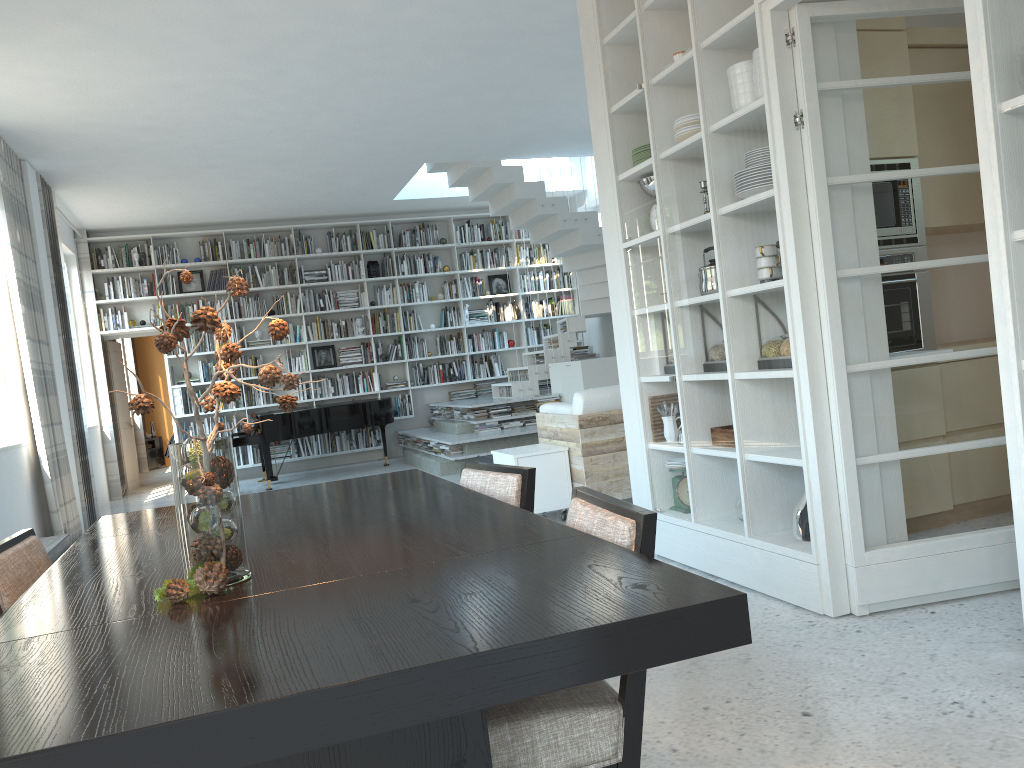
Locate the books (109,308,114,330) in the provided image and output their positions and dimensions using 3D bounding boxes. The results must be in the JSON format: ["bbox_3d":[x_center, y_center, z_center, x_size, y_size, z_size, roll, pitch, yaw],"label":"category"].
[{"bbox_3d":[-4.859,-0.774,10.769,0.022,0.281,0.156,-7,2,-18],"label":"books"}]

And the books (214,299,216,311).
[{"bbox_3d":[-3.718,-0.917,11.133,0.012,0.281,0.188,-7,2,-18],"label":"books"}]

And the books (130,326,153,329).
[{"bbox_3d":[-4.528,-0.692,10.877,0.285,0.012,0.159,-7,2,-21],"label":"books"}]

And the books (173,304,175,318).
[{"bbox_3d":[-4.178,-0.850,10.990,0.010,0.263,0.151,-7,2,-18],"label":"books"}]

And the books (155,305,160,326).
[{"bbox_3d":[-4.373,-0.829,10.944,0.044,0.269,0.134,-7,2,-18],"label":"books"}]

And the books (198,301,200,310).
[{"bbox_3d":[-3.897,-0.890,11.067,0.023,0.271,0.187,-7,2,-18],"label":"books"}]

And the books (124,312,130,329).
[{"bbox_3d":[-4.688,-0.760,10.805,0.029,0.211,0.187,-7,2,-18],"label":"books"}]

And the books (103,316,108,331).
[{"bbox_3d":[-4.915,-0.724,10.750,0.029,0.197,0.160,-7,2,-18],"label":"books"}]

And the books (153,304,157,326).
[{"bbox_3d":[-4.394,-0.834,10.915,0.012,0.285,0.159,-7,2,-18],"label":"books"}]

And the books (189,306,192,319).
[{"bbox_3d":[-3.992,-0.851,11.043,0.031,0.217,0.173,-7,2,-18],"label":"books"}]

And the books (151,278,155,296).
[{"bbox_3d":[-4.417,-1.176,10.925,0.014,0.236,0.144,-7,2,-18],"label":"books"}]

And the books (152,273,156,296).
[{"bbox_3d":[-4.404,-1.207,10.917,0.014,0.294,0.173,-7,2,-18],"label":"books"}]

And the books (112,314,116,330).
[{"bbox_3d":[-4.839,-0.743,10.793,0.023,0.214,0.140,-7,2,-18],"label":"books"}]

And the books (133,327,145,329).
[{"bbox_3d":[-4.529,-0.680,10.884,0.254,0.012,0.161,-7,2,-18],"label":"books"}]

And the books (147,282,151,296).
[{"bbox_3d":[-4.459,-1.151,10.912,0.029,0.196,0.146,-7,2,-18],"label":"books"}]

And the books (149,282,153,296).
[{"bbox_3d":[-4.429,-1.150,10.907,0.026,0.188,0.154,-7,2,-18],"label":"books"}]

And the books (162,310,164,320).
[{"bbox_3d":[-4.306,-0.830,10.957,0.012,0.254,0.161,-7,2,-18],"label":"books"}]

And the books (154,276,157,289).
[{"bbox_3d":[-4.383,-1.197,10.940,0.037,0.268,0.113,-7,2,-18],"label":"books"}]

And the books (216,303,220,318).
[{"bbox_3d":[-3.694,-0.895,11.136,0.030,0.231,0.172,-7,2,-18],"label":"books"}]

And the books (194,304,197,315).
[{"bbox_3d":[-3.946,-0.867,11.068,0.047,0.238,0.162,-7,2,-18],"label":"books"}]

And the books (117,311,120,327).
[{"bbox_3d":[-4.773,-0.761,10.796,0.010,0.234,0.165,-7,2,-18],"label":"books"}]

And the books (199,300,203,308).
[{"bbox_3d":[-3.871,-0.900,11.070,0.030,0.286,0.185,-7,2,-18],"label":"books"}]

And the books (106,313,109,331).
[{"bbox_3d":[-4.896,-0.738,10.748,0.010,0.220,0.181,-7,2,-18],"label":"books"}]

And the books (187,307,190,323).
[{"bbox_3d":[-4.024,-0.847,11.033,0.014,0.218,0.164,-7,2,-18],"label":"books"}]

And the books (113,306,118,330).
[{"bbox_3d":[-4.804,-0.788,10.764,0.013,0.297,0.187,-7,2,-18],"label":"books"}]

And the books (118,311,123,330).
[{"bbox_3d":[-4.751,-0.764,10.777,0.021,0.237,0.188,-7,2,-18],"label":"books"}]

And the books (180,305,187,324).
[{"bbox_3d":[-4.081,-0.856,11.026,0.047,0.250,0.134,-7,2,-18],"label":"books"}]

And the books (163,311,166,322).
[{"bbox_3d":[-4.286,-0.821,10.954,0.022,0.232,0.151,-7,2,-18],"label":"books"}]

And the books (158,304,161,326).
[{"bbox_3d":[-4.344,-0.841,10.938,0.010,0.286,0.137,-7,2,-18],"label":"books"}]

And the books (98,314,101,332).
[{"bbox_3d":[-4.980,-0.732,10.720,0.013,0.228,0.179,-7,2,-18],"label":"books"}]

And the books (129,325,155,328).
[{"bbox_3d":[-4.531,-0.704,10.879,0.285,0.012,0.159,-7,2,-16],"label":"books"}]

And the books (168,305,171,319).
[{"bbox_3d":[-4.239,-0.840,10.978,0.062,0.258,0.153,-7,2,-18],"label":"books"}]

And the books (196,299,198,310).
[{"bbox_3d":[-3.922,-0.903,11.079,0.014,0.304,0.151,-7,2,-18],"label":"books"}]

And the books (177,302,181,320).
[{"bbox_3d":[-4.123,-0.866,11.005,0.020,0.281,0.164,-7,2,-18],"label":"books"}]

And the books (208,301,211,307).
[{"bbox_3d":[-3.787,-0.899,11.126,0.029,0.261,0.157,-7,2,-18],"label":"books"}]

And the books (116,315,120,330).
[{"bbox_3d":[-4.785,-0.738,10.785,0.024,0.193,0.181,-7,2,-18],"label":"books"}]

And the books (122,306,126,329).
[{"bbox_3d":[-4.717,-0.800,10.810,0.013,0.299,0.179,-7,2,-18],"label":"books"}]

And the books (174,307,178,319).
[{"bbox_3d":[-4.155,-0.836,10.992,0.030,0.230,0.172,-7,2,-18],"label":"books"}]

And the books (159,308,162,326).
[{"bbox_3d":[-4.315,-0.813,10.909,0.020,0.224,0.231,-7,2,-18],"label":"books"}]

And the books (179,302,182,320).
[{"bbox_3d":[-4.105,-0.867,11.000,0.011,0.277,0.164,-7,2,-18],"label":"books"}]

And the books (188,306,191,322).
[{"bbox_3d":[-4.014,-0.854,11.043,0.011,0.229,0.170,-7,2,-18],"label":"books"}]

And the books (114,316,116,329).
[{"bbox_3d":[-4.816,-0.741,10.779,0.011,0.206,0.163,-7,2,-18],"label":"books"}]

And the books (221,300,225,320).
[{"bbox_3d":[-3.643,-0.919,11.175,0.024,0.266,0.155,-7,2,-18],"label":"books"}]

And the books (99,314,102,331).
[{"bbox_3d":[-4.968,-0.730,10.725,0.013,0.222,0.162,-7,2,-18],"label":"books"}]

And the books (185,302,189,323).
[{"bbox_3d":[-4.044,-0.875,11.039,0.012,0.277,0.150,-7,2,-18],"label":"books"}]

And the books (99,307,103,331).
[{"bbox_3d":[-4.967,-0.772,10.749,0.013,0.303,0.135,-7,2,-18],"label":"books"}]

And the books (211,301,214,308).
[{"bbox_3d":[-3.744,-0.904,11.144,0.035,0.261,0.131,-7,2,-18],"label":"books"}]

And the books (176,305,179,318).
[{"bbox_3d":[-4.135,-0.850,10.997,0.014,0.253,0.187,-7,2,-18],"label":"books"}]

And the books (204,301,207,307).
[{"bbox_3d":[-3.825,-0.907,11.110,0.025,0.286,0.161,-7,2,-18],"label":"books"}]

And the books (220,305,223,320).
[{"bbox_3d":[-3.655,-0.888,11.162,0.013,0.206,0.172,-7,2,-18],"label":"books"}]

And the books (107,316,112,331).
[{"bbox_3d":[-4.883,-0.723,10.778,0.029,0.185,0.134,-7,2,-18],"label":"books"}]

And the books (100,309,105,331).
[{"bbox_3d":[-4.942,-0.763,10.733,0.023,0.282,0.170,-7,2,-18],"label":"books"}]

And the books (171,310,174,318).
[{"bbox_3d":[-4.186,-0.815,10.970,0.026,0.195,0.175,-7,2,-18],"label":"books"}]

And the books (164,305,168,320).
[{"bbox_3d":[-4.269,-0.839,10.951,0.012,0.263,0.180,-7,2,-18],"label":"books"}]

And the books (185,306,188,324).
[{"bbox_3d":[-4.054,-0.850,11.040,0.012,0.230,0.149,-7,2,-18],"label":"books"}]

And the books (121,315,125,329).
[{"bbox_3d":[-4.737,-0.744,10.824,0.029,0.191,0.134,-7,2,-18],"label":"books"}]

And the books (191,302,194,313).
[{"bbox_3d":[-3.975,-0.881,11.054,0.014,0.273,0.180,-7,2,-18],"label":"books"}]

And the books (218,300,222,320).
[{"bbox_3d":[-3.671,-0.914,11.143,0.022,0.263,0.174,-7,2,-18],"label":"books"}]
